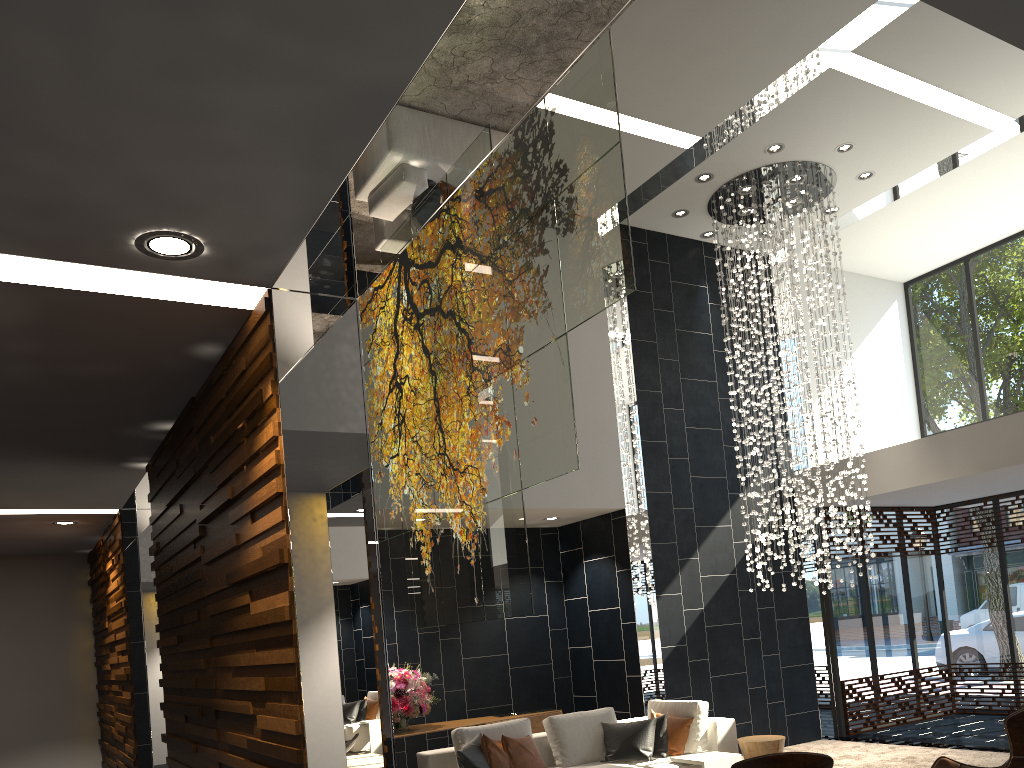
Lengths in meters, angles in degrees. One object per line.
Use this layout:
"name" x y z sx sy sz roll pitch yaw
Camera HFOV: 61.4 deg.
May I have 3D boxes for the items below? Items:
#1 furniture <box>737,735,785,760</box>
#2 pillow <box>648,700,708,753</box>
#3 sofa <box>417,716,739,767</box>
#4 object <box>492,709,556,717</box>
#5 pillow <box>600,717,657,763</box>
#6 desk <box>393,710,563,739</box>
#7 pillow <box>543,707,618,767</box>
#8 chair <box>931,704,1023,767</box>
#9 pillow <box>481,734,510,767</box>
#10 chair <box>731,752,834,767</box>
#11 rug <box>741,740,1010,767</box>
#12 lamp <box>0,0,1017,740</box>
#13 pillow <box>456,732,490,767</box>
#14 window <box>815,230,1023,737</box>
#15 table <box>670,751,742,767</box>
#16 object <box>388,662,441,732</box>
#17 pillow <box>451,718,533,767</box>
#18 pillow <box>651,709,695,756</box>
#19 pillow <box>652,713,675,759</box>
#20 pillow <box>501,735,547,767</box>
"furniture" 2.131 3.250 7.282 0.393 0.506 0.404 -6 -8 4
"pillow" 1.469 3.048 7.698 0.218 0.443 0.739 -2 -13 -30
"sofa" 0.566 3.256 7.124 2.850 0.662 1.339 4 -16 -30
"object" 0.150 3.470 9.095 0.708 0.025 0.251 1 -17 -20
"pillow" 0.998 3.052 7.371 0.510 0.355 0.305 -9 -9 18
"desk" -0.489 3.789 8.709 2.243 0.727 1.026 4 -15 -31
"pillow" 0.646 3.081 7.543 0.718 0.424 0.299 2 -10 -30
"chair" 2.820 2.397 5.269 0.800 0.903 0.685 -10 -9 26
"pillow" -0.089 2.946 6.808 0.246 0.416 0.561 -8 -12 23
"chair" 1.407 2.252 4.339 0.675 0.901 0.814 -5 -9 -4
"rug" 3.563 3.661 8.232 2.335 0.006 3.548 4 -19 -30
"lamp" -5.391 -43.836 6.064 398.344 110.522 415.535 -4 -15 -6
"pillow" -0.263 2.926 6.677 0.257 0.400 0.569 -7 -12 16
"window" 6.259 0.537 8.563 2.349 5.831 6.359 -2 -10 -31
"table" 1.581 3.230 6.953 0.400 0.452 0.413 0 -10 -31
"object" -1.097 3.035 8.372 0.662 0.656 0.712 3 -13 -39
"pillow" -0.129 3.010 7.087 0.719 0.439 0.254 3 -9 -31
"pillow" 1.341 3.055 7.538 0.268 0.400 0.538 0 -12 -35
"pillow" 1.150 3.066 7.472 0.563 0.403 0.258 -11 -9 27
"pillow" 0.111 2.982 6.912 0.273 0.399 0.529 -9 -12 29
